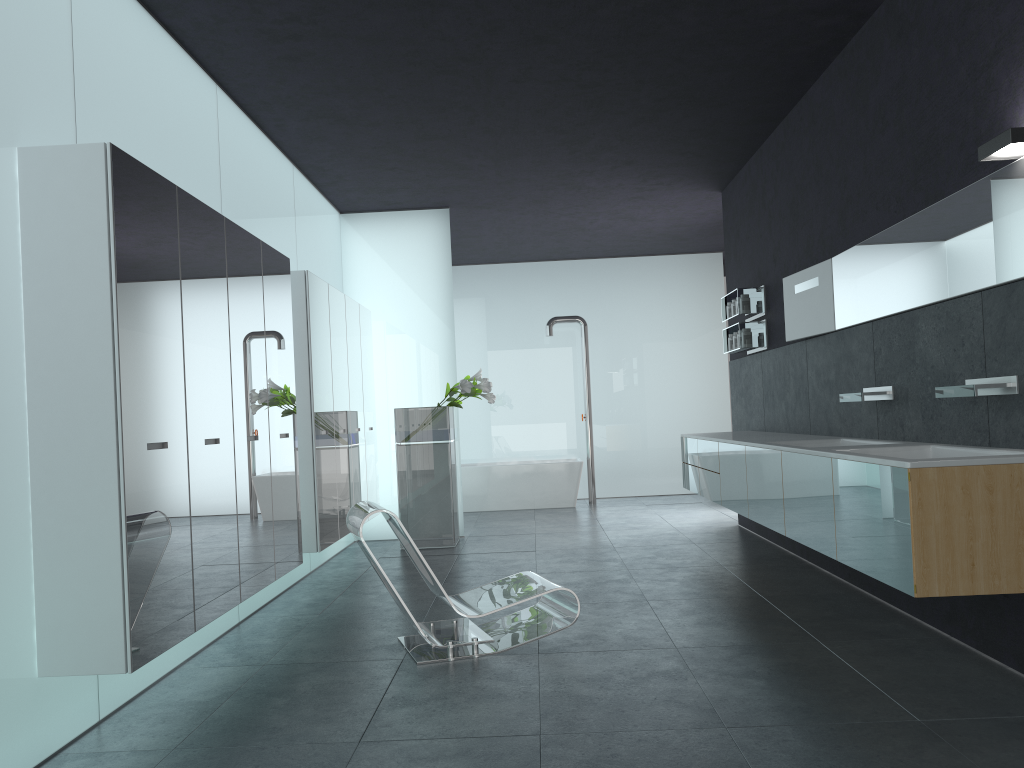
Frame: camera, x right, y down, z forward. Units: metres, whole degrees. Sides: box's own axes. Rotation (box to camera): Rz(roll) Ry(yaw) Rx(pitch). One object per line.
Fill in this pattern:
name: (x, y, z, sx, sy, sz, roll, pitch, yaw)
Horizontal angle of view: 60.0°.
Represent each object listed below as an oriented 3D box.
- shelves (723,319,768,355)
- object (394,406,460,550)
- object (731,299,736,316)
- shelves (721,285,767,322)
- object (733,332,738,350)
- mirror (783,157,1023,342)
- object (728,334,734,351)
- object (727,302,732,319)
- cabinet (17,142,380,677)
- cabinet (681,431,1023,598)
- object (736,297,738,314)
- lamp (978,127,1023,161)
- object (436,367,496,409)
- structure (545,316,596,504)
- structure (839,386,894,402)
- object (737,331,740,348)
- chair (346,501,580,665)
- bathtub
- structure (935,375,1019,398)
shelves: (2.316, -0.456, 8.838, 0.265, 0.285, 0.770, -3, -2, 1)
object: (-0.916, 1.000, 9.636, 0.585, 1.490, 0.575, -3, -1, 1)
object: (2.255, -0.756, 8.910, 0.096, 0.184, 0.068, -3, -1, 10)
shelves: (2.301, -0.783, 8.843, 0.265, 0.285, 0.770, -3, -2, 1)
object: (2.270, -0.428, 8.905, 0.096, 0.184, 0.068, -3, -1, 10)
mirror: (2.335, -0.690, 5.558, 0.109, 0.532, 3.724, -3, -2, 0)
object: (2.275, -0.421, 9.119, 0.096, 0.184, 0.068, -3, -1, -7)
object: (2.259, -0.748, 9.124, 0.096, 0.184, 0.068, -3, -1, -7)
cabinet: (-1.756, 0.211, 6.693, 0.398, 2.214, 6.007, -3, -2, 1)
cabinet: (2.068, 0.681, 6.422, 0.734, 0.556, 5.585, -3, -2, 1)
object: (2.250, -0.762, 8.722, 0.096, 0.184, 0.068, -3, -1, 0)
lamp: (2.213, -1.053, 3.891, 0.198, 0.066, 0.277, -3, -2, 1)
object: (-0.679, 0.213, 9.491, 1.024, 0.779, 0.975, -3, -2, -7)
structure: (0.879, 0.416, 13.242, 0.643, 2.871, 0.123, -3, -1, 1)
structure: (2.292, 0.068, 5.768, 0.186, 0.088, 0.482, -3, -2, 1)
object: (2.266, -0.435, 8.717, 0.096, 0.184, 0.068, -3, -1, 0)
chair: (-0.305, 1.121, 5.302, 1.261, 0.870, 0.629, -2, -1, -17)
bathtub: (0.065, 1.408, 13.249, 1.977, 0.858, 0.961, -3, -2, 1)
structure: (2.260, 0.017, 4.349, 0.186, 0.088, 0.482, -3, -2, 1)
